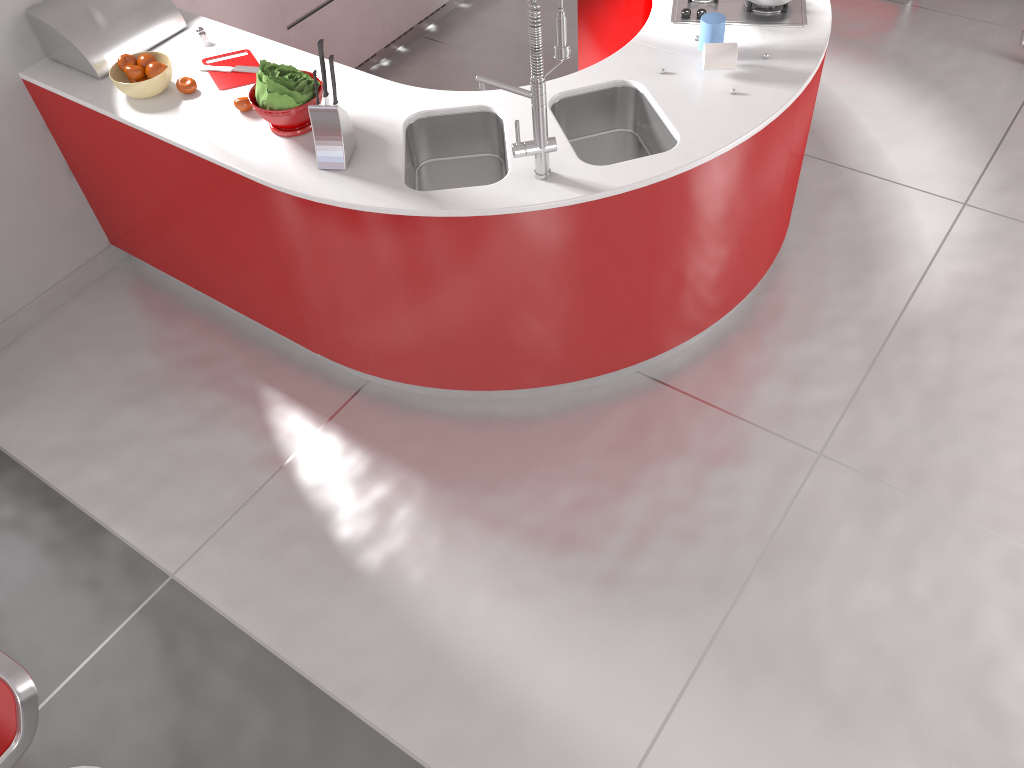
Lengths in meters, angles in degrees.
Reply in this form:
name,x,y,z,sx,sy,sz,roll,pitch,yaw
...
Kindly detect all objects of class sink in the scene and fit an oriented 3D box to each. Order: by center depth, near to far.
name,x,y,z,sx,sy,sz,roll,pitch,yaw
sink,-0.165,-0.650,2.756,0.326,0.172,0.428,-6,50,0
sink,0.313,-0.736,2.785,0.326,0.172,0.428,-15,50,-7

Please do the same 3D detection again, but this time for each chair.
name,x,y,z,sx,sy,sz,roll,pitch,yaw
chair,-1.174,0.916,1.975,0.418,0.857,0.460,22,55,22

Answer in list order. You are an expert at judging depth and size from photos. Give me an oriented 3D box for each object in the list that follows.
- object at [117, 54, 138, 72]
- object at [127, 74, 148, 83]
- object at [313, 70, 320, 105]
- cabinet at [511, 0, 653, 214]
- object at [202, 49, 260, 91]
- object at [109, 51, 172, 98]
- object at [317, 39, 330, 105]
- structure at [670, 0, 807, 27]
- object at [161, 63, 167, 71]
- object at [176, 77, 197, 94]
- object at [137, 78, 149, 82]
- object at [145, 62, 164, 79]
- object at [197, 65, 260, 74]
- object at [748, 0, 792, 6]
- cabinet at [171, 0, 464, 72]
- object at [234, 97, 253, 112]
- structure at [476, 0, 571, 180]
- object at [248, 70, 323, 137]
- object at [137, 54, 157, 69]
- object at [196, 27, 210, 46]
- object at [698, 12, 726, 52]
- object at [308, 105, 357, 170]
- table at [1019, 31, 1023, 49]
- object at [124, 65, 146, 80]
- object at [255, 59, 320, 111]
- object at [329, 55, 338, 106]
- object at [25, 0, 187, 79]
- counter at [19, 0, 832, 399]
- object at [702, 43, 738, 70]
name,x,y,z,sx,sy,sz,roll,pitch,yaw
object,-1.292,-1.076,2.981,0.055,0.058,0.066,13,52,16
object,-1.267,-1.042,2.999,0.055,0.058,0.066,32,59,28
object,-0.561,-0.804,2.581,0.009,0.197,0.091,2,50,7
cabinet,-0.370,-1.013,3.479,1.875,0.761,1.025,-10,50,-3
object,-0.954,-1.083,3.051,0.168,0.006,0.266,-24,52,-15
object,-1.234,-1.026,2.979,0.201,0.086,0.201,27,57,25
object,-0.535,-0.818,2.573,0.014,0.322,0.150,2,50,7
structure,0.792,-1.343,3.093,0.457,0.037,0.303,5,51,9
object,-1.196,-1.056,3.006,0.065,0.056,0.059,22,55,22
object,-1.087,-0.996,2.965,0.065,0.047,0.063,26,57,24
object,-1.229,-0.999,2.969,0.066,0.045,0.063,4,50,8
object,-1.189,-1.045,2.951,0.066,0.049,0.062,34,60,29
object,-0.900,-1.077,3.033,0.375,0.008,0.041,7,51,11
object,0.882,-1.403,2.990,0.189,0.185,0.218,-5,50,1
cabinet,-0.969,-2.485,4.070,0.614,2.026,2.398,26,57,24
object,-0.867,-0.908,2.868,0.064,0.048,0.063,8,51,11
structure,0.051,-0.949,2.246,0.308,0.920,0.178,-11,50,-4
object,-0.692,-0.866,2.771,0.229,0.118,0.228,2,50,7
object,-1.230,-1.083,2.987,0.066,0.049,0.062,23,56,23
object,-1.104,-1.239,3.158,0.042,0.066,0.043,-36,56,-23
object,0.647,-1.143,2.870,0.080,0.100,0.109,4,50,8
object,-0.534,-0.748,2.613,0.091,0.178,0.137,4,50,8
table,3.204,-1.694,3.904,1.627,0.682,0.749,27,57,25
object,-1.254,-1.039,2.951,0.065,0.052,0.062,13,52,15
object,-0.687,-0.897,2.726,0.198,0.182,0.193,31,59,27
object,-0.508,-0.799,2.575,0.012,0.279,0.130,2,50,7
object,-1.440,-1.301,3.166,0.300,0.170,0.400,26,57,24
counter,-0.172,-0.857,3.371,2.865,0.880,1.868,-19,51,-11
object,0.653,-1.039,2.792,0.100,0.080,0.109,1,50,6
